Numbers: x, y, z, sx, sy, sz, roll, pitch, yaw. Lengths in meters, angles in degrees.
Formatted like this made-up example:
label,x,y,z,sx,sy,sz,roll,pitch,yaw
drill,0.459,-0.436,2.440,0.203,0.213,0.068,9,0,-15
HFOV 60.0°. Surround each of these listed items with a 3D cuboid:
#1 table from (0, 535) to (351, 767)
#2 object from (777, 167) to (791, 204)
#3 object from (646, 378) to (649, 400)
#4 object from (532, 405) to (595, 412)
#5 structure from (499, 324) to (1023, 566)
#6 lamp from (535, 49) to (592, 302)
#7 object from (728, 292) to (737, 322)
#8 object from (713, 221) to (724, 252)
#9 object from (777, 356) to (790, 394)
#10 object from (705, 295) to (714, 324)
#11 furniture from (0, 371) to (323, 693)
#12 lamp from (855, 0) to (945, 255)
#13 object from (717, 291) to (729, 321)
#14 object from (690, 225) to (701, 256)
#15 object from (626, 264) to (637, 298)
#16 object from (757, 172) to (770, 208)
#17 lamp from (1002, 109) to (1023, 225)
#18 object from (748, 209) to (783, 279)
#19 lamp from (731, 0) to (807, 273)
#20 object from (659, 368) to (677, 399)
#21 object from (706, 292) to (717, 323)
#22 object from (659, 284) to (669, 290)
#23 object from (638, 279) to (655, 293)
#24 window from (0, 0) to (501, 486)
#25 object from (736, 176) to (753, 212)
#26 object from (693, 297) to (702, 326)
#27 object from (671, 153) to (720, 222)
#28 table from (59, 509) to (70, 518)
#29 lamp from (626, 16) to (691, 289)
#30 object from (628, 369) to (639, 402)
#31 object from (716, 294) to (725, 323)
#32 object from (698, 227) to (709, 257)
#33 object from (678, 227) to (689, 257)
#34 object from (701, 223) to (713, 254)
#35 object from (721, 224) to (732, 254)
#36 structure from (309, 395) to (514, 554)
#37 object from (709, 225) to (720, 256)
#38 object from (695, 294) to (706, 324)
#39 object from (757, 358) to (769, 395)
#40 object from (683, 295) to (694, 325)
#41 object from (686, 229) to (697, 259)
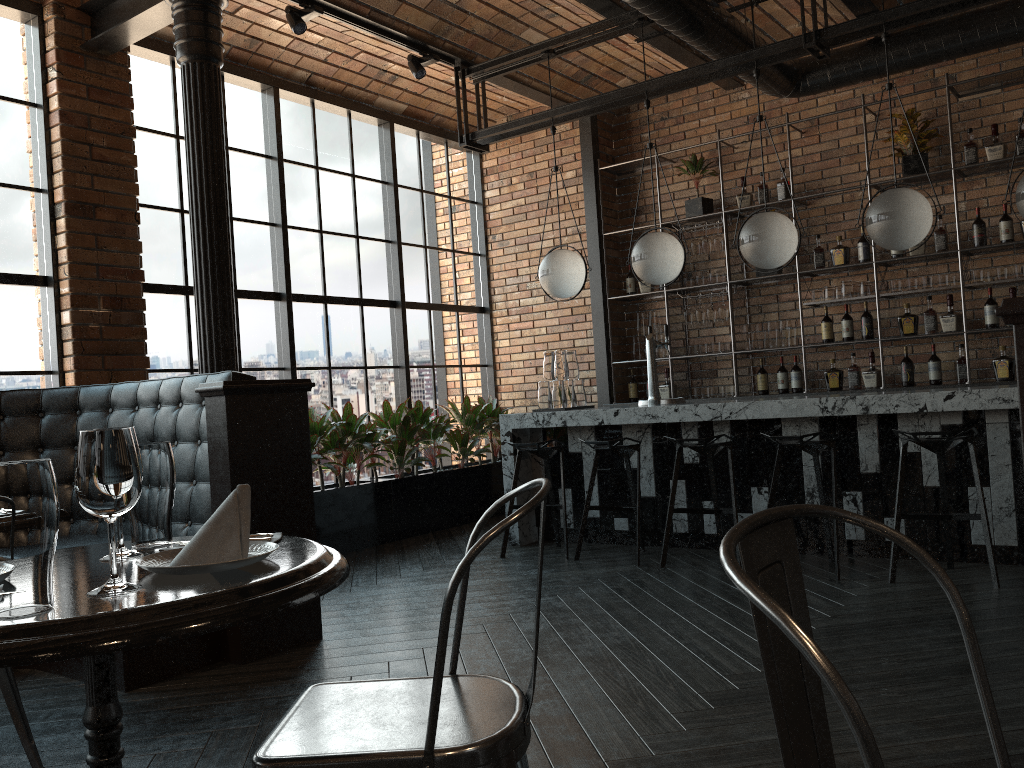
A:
label,x,y,z,sx,sy,sz,roll,pitch,yaw
table,-0.695,0.701,1.524,0.866,0.758,0.866,-4,-1,0
object,2.156,-1.575,7.040,0.083,0.282,0.083,-3,-1,-39
object,1.214,0.002,7.752,0.086,0.297,0.086,-3,-1,-20
object,0.368,0.175,6.293,0.273,0.019,0.437,-4,-1,36
structure,2.643,0.203,5.279,5.346,1.430,1.930,-4,-1,36
lamp,0.308,-1.448,6.175,0.340,1.754,0.340,-4,-1,-8
object,1.829,-0.644,7.402,0.092,0.244,0.092,-5,-1,42
object,1.693,-1.211,7.278,0.092,0.244,0.092,-5,-1,42
object,2.173,-0.072,7.116,0.086,0.298,0.086,-4,-1,-5
object,1.666,-0.631,7.522,0.092,0.244,0.092,-5,-1,42
furniture,-3.248,0.655,2.333,1.979,1.212,5.451,-4,-1,36
lamp,2.075,-1.585,4.874,0.340,1.754,0.340,-4,-1,-8
object,1.731,-0.639,7.269,0.092,0.244,0.092,-5,-1,42
object,1.530,-1.198,7.398,0.092,0.244,0.092,-5,-1,42
object,1.059,-0.923,7.905,0.086,0.298,0.086,-4,-1,-5
object,2.022,-1.564,7.138,0.083,0.282,0.083,-4,-1,21
lamp,2.664,-1.631,4.440,0.340,1.754,0.340,-4,-1,-8
object,2.054,-1.113,7.096,0.425,0.526,0.430,-3,-1,-42
lamp,1.486,-1.539,5.308,0.340,1.754,0.340,-4,-1,-8
object,1.347,0.002,7.668,0.123,0.279,0.123,-3,-1,-40
object,1.648,-0.633,7.330,0.092,0.244,0.092,-5,-1,42
object,1.311,-0.943,7.685,0.086,0.299,0.086,-4,-1,-5
object,1.177,-0.922,7.762,0.123,0.279,0.123,-4,-1,25
window,-5.044,-0.503,2.081,0.168,3.253,16.179,-4,-1,36
object,1.897,-1.552,7.233,0.123,0.279,0.123,-4,-1,25
object,1.577,-0.624,7.587,0.092,0.244,0.092,-5,-1,42
object,1.572,-1.664,7.498,0.377,0.554,0.422,-4,-1,24
table,-2.041,0.810,2.819,0.872,0.758,0.872,-4,-1,36
lamp,0.897,-1.494,5.741,0.340,1.754,0.340,-4,-1,-8
object,1.078,0.013,7.890,0.086,0.299,0.086,-4,-1,-5
object,1.745,-0.637,7.463,0.092,0.244,0.092,-5,-1,42
object,1.628,-1.203,7.531,0.092,0.244,0.092,-5,-1,42
object,1.442,-1.192,7.463,0.092,0.244,0.092,-5,-1,42
object,1.610,-1.205,7.339,0.092,0.244,0.092,-5,-1,42
object,1.791,-1.215,7.411,0.092,0.244,0.092,-5,-1,42
structure,-1.059,0.649,6.708,0.757,1.072,4.107,-4,-1,35
object,1.707,-1.209,7.472,0.092,0.244,0.092,-5,-1,42
object,1.568,-0.627,7.389,0.092,0.244,0.092,-5,-1,42
object,2.031,-0.061,7.188,0.086,0.299,0.086,-4,-1,-5
object,1.480,-0.620,7.454,0.092,0.244,0.092,-5,-1,42
object,1.540,-1.196,7.596,0.092,0.244,0.092,-5,-1,42
